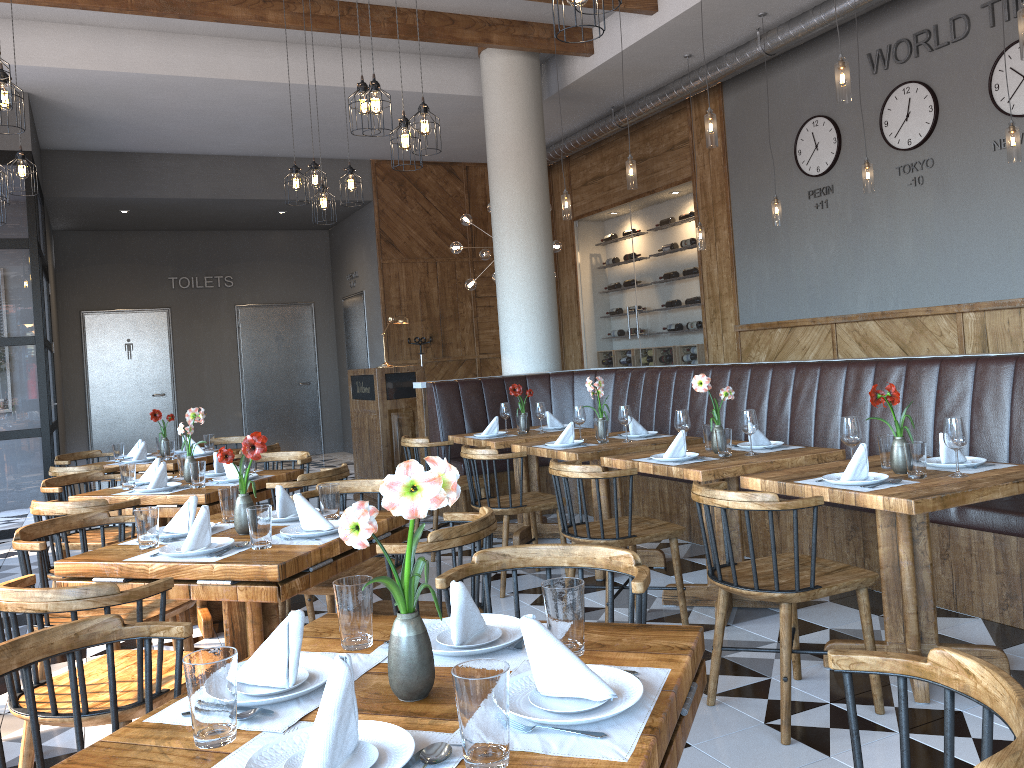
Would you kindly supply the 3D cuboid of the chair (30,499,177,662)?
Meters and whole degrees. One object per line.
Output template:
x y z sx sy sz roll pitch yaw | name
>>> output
-1.919 0.918 4.167 0.519 0.817 0.550 -4 0 20 | chair

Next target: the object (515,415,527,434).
0.069 0.289 6.281 0.080 0.132 0.080 -4 0 -40 | object

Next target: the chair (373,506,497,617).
-0.303 0.843 2.878 0.549 0.817 0.520 -4 0 20 | chair

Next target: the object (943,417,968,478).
1.627 0.230 3.247 0.081 0.215 0.081 -4 0 34 | object

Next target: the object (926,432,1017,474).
1.741 0.254 3.495 0.272 0.137 0.351 -5 2 -25 | object

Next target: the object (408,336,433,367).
-1.153 0.209 11.663 0.374 1.659 0.374 -4 -1 -3 | object

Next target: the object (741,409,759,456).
1.146 0.233 4.265 0.081 0.215 0.081 -4 0 28 | object

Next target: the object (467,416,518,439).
-0.158 0.302 6.287 0.272 0.137 0.351 -5 2 -25 | object

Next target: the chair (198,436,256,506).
-2.311 0.855 7.106 0.519 0.817 0.550 -4 0 20 | chair

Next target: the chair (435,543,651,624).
0.076 0.841 2.076 0.519 0.817 0.550 -4 0 20 | chair

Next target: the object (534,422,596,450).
0.311 0.300 5.294 0.272 0.137 0.351 -5 2 -25 | object

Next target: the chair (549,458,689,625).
0.480 0.748 4.135 0.550 0.817 0.519 -4 0 -25 | chair

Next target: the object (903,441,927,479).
1.491 0.281 3.271 0.080 0.132 0.080 -4 0 -40 | object

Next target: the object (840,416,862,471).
1.361 0.240 3.553 0.081 0.215 0.081 -4 0 -17 | object

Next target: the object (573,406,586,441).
0.423 0.245 5.538 0.081 0.215 0.081 -4 0 -34 | object

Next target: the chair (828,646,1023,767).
0.465 0.839 1.252 0.549 0.817 0.520 -4 0 20 | chair

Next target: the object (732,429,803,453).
1.262 0.256 4.510 0.272 0.137 0.351 -5 2 -25 | object

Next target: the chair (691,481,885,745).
0.950 0.746 3.139 0.550 0.817 0.519 -4 0 -25 | chair

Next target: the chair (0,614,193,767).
-0.746 0.912 1.685 0.549 0.817 0.520 -4 0 20 | chair

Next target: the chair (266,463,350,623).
-1.097 0.847 4.558 0.549 0.817 0.520 -4 0 20 | chair

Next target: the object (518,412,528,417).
0.082 0.279 6.548 0.080 0.132 0.080 -4 0 -25 | object

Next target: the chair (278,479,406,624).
-0.692 0.845 3.702 0.519 0.817 0.550 -4 0 20 | chair

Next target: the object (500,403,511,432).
-0.048 0.247 6.535 0.081 0.215 0.081 -4 0 -34 | object

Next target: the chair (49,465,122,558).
-2.726 0.922 5.876 0.519 0.817 0.550 -4 0 20 | chair

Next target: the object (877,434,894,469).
1.504 0.272 3.537 0.080 0.132 0.080 -4 0 -25 | object

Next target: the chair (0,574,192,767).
-1.125 0.914 2.487 0.519 0.817 0.550 -4 0 20 | chair

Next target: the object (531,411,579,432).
0.319 0.261 6.504 0.272 0.137 0.351 -5 2 -25 | object

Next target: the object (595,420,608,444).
0.540 0.286 5.284 0.080 0.132 0.080 -4 0 -40 | object

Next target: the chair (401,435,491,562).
-0.461 0.753 6.126 0.550 0.817 0.519 -4 0 -25 | chair

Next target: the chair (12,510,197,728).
-1.514 0.916 3.311 0.549 0.817 0.520 -4 0 20 | chair

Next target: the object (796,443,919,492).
1.264 0.294 3.278 0.272 0.137 0.351 -5 2 -25 | object

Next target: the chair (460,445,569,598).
0.009 0.751 5.131 0.550 0.817 0.519 -4 0 -25 | chair

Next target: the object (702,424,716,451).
1.023 0.274 4.556 0.080 0.132 0.080 -4 0 -25 | object

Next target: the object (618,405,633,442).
0.675 0.235 5.260 0.081 0.215 0.081 -4 0 6 | object

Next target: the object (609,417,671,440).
0.788 0.259 5.511 0.272 0.137 0.351 -5 2 -25 | object

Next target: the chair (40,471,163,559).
-2.308 0.920 4.991 0.549 0.817 0.520 -4 0 20 | chair

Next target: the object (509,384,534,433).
0.066 0.173 6.410 0.156 0.355 0.171 -4 0 -32 | object

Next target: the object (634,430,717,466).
0.784 0.297 4.293 0.272 0.137 0.351 -5 2 -25 | object

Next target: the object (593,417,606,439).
0.553 0.277 5.550 0.080 0.132 0.080 -4 0 -25 | object

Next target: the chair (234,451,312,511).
-1.486 0.849 5.382 0.519 0.817 0.550 -4 0 20 | chair

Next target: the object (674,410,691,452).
0.882 0.242 4.568 0.081 0.215 0.081 -4 0 28 | object

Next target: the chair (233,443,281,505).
-1.904 0.852 6.266 0.549 0.817 0.520 -4 0 20 | chair

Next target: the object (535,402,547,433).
0.204 0.238 6.257 0.081 0.215 0.081 -4 0 6 | object

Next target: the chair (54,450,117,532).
-3.115 0.924 6.700 0.549 0.817 0.520 -4 0 20 | chair
